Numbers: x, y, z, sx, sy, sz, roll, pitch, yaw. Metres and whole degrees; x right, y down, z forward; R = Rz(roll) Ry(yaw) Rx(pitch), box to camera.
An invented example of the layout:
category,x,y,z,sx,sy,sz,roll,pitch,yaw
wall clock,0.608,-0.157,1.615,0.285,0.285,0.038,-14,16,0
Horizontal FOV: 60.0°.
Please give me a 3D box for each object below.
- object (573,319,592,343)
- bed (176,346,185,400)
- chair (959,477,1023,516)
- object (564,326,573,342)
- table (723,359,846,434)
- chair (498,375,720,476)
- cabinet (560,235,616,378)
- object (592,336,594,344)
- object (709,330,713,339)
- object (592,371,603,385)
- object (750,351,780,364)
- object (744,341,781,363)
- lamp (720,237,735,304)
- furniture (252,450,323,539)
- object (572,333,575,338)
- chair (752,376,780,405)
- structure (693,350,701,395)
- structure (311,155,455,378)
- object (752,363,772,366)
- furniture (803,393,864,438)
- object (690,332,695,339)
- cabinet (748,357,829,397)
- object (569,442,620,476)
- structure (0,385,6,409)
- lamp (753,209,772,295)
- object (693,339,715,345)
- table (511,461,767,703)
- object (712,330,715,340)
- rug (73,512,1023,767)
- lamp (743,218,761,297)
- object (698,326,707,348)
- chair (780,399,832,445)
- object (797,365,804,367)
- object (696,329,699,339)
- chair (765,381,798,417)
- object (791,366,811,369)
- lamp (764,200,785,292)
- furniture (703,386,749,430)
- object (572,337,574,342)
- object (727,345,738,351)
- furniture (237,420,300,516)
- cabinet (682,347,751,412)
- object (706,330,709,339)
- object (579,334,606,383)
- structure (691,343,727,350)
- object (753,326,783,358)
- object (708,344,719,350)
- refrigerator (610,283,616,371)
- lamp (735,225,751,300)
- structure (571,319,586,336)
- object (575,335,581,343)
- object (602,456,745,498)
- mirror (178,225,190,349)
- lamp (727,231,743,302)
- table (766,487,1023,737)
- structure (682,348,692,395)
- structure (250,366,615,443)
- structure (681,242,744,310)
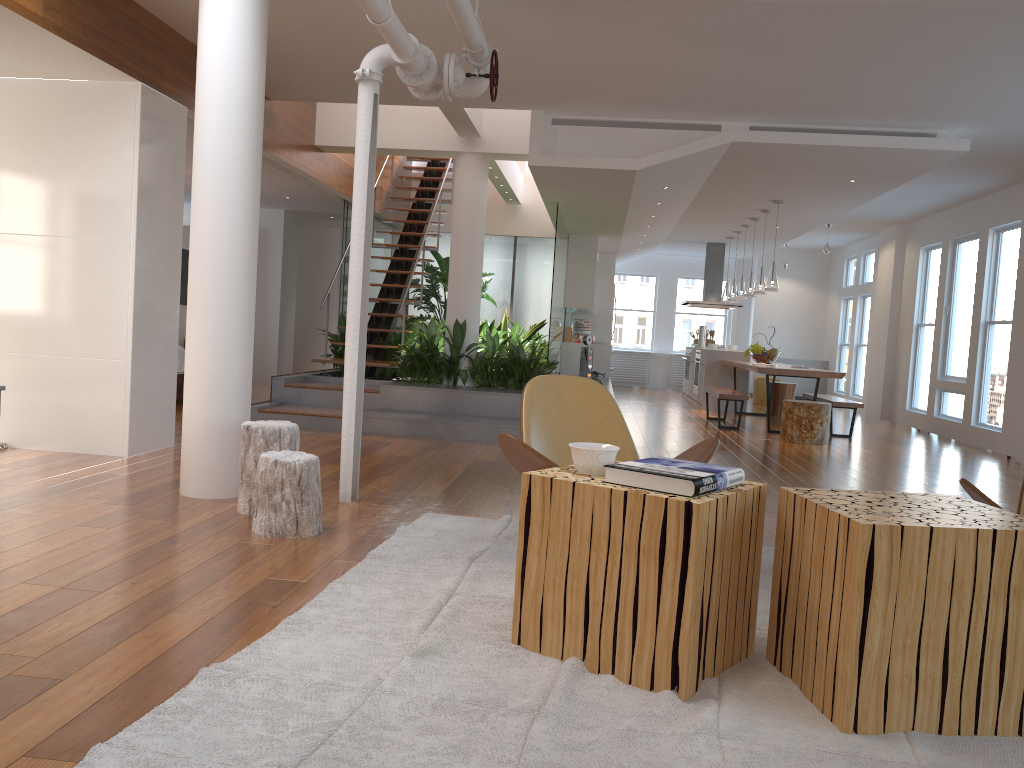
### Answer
category,x,y,z,sx,sy,sz,roll,pitch,yaw
object,1.097,-0.827,13.854,0.267,0.356,0.266,6,4,31
bed,-4.447,-0.192,9.062,2.314,0.595,2.207,4,3,5
chair,1.978,0.521,2.787,0.867,0.752,0.856,1,4,-34
object,0.805,-0.703,12.582,0.104,0.222,0.200,4,3,6
table,3.261,0.046,12.139,0.893,0.704,5.996,4,3,5
chair,0.409,0.371,3.657,0.856,0.752,0.867,4,4,11
cabinet,1.265,-0.983,14.282,0.676,2.280,4.565,4,3,5
object,1.091,-0.610,12.239,0.094,0.106,0.094,4,4,11
object,3.326,-0.754,14.861,0.068,0.298,0.039,4,3,5
object,0.932,-0.072,10.096,0.216,0.155,0.181,2,4,-30
object,3.160,-0.323,11.107,0.360,0.159,0.360,1,4,-31
object,3.140,-0.388,11.120,0.394,0.284,0.292,2,4,-30
lamp,3.261,-1.749,13.366,0.160,1.060,0.160,6,4,32
furniture,-0.963,0.471,3.836,0.294,0.333,0.292,2,4,-24
object,1.097,-0.768,14.245,0.284,0.196,0.265,0,5,-42
chair,4.056,0.110,14.164,0.344,0.430,0.549,4,3,9
structure,2.739,-0.176,13.078,0.072,0.648,0.644,4,3,5
structure,-0.443,-2.012,10.617,2.552,4.265,4.591,4,3,5
object,2.864,-0.221,10.161,0.222,0.020,0.222,0,5,-44
furniture,3.622,0.352,10.103,0.316,0.389,1.433,4,3,5
object,3.074,-0.756,14.901,0.199,0.259,0.016,5,4,16
cabinet,4.980,-0.100,16.034,1.309,0.725,0.420,4,3,5
object,0.241,0.224,2.624,0.152,0.082,0.152,1,4,-34
structure,-2.893,-0.201,3.579,0.844,0.737,1.382,4,3,5
lamp,2.975,-1.593,10.492,0.160,1.060,0.160,6,4,32
object,3.224,-0.683,14.883,0.353,0.157,0.084,4,3,5
table,0.377,0.542,2.608,0.548,0.534,0.489,6,4,35
object,3.364,-0.752,14.876,0.057,0.294,0.030,4,3,5
rug,0.994,0.818,2.388,3.525,0.057,3.478,4,3,10
lamp,3.047,-1.632,11.211,0.160,1.060,0.160,6,4,32
object,3.012,-0.741,13.991,0.172,0.356,0.120,1,4,-36
chair,2.920,0.376,8.826,0.460,0.400,0.460,5,4,15
object,3.279,-0.196,10.073,0.070,0.030,0.079,1,5,-41
object,3.112,-0.771,14.899,0.055,0.299,0.027,4,3,5
chair,3.633,0.209,11.982,0.396,0.455,0.402,3,3,-5
object,3.278,-0.190,10.073,0.222,0.020,0.222,3,3,-3
lamp,2.904,-1.555,9.774,0.160,1.060,0.160,6,4,32
furniture,2.437,0.271,10.216,0.316,0.389,1.433,4,3,5
object,0.841,-0.690,12.829,0.100,0.170,0.173,4,3,7
object,3.091,-0.505,12.445,0.152,0.082,0.152,1,4,-34
furniture,-1.144,0.394,4.206,0.290,0.418,0.298,1,4,-32
cabinet,3.070,-0.115,13.555,0.597,0.832,2.936,4,3,5
object,3.262,-0.759,14.865,0.057,0.299,0.019,4,3,5
object,0.759,-0.181,8.380,0.318,0.565,0.134,7,5,42
structure,3.191,-0.614,14.441,0.520,0.073,0.650,4,3,5
object,4.634,-0.765,15.988,0.590,0.563,0.210,2,4,-23
object,2.855,-0.529,12.592,0.152,0.082,0.152,7,5,45
refrigerator,1.379,-0.805,15.027,0.725,1.772,0.908,4,3,5
lamp,3.118,-1.671,11.929,0.160,1.060,0.160,6,4,32
structure,0.980,-0.706,13.314,0.248,0.536,0.115,4,3,6
object,0.915,-0.625,12.303,0.094,0.106,0.094,4,4,11
object,0.463,0.261,2.520,0.279,0.048,0.334,6,4,36
mirror,-4.194,-1.091,11.919,1.267,2.044,0.049,4,3,5
lamp,3.189,-1.710,12.648,0.160,1.060,0.160,6,4,32
table,1.062,0.597,2.394,0.548,0.534,0.489,3,3,-6
structure,3.121,-0.192,14.459,0.649,0.735,0.890,4,3,5
structure,-0.427,0.116,10.064,3.088,0.386,5.584,4,3,5
structure,3.273,-1.938,14.334,0.909,1.405,0.900,4,3,5
